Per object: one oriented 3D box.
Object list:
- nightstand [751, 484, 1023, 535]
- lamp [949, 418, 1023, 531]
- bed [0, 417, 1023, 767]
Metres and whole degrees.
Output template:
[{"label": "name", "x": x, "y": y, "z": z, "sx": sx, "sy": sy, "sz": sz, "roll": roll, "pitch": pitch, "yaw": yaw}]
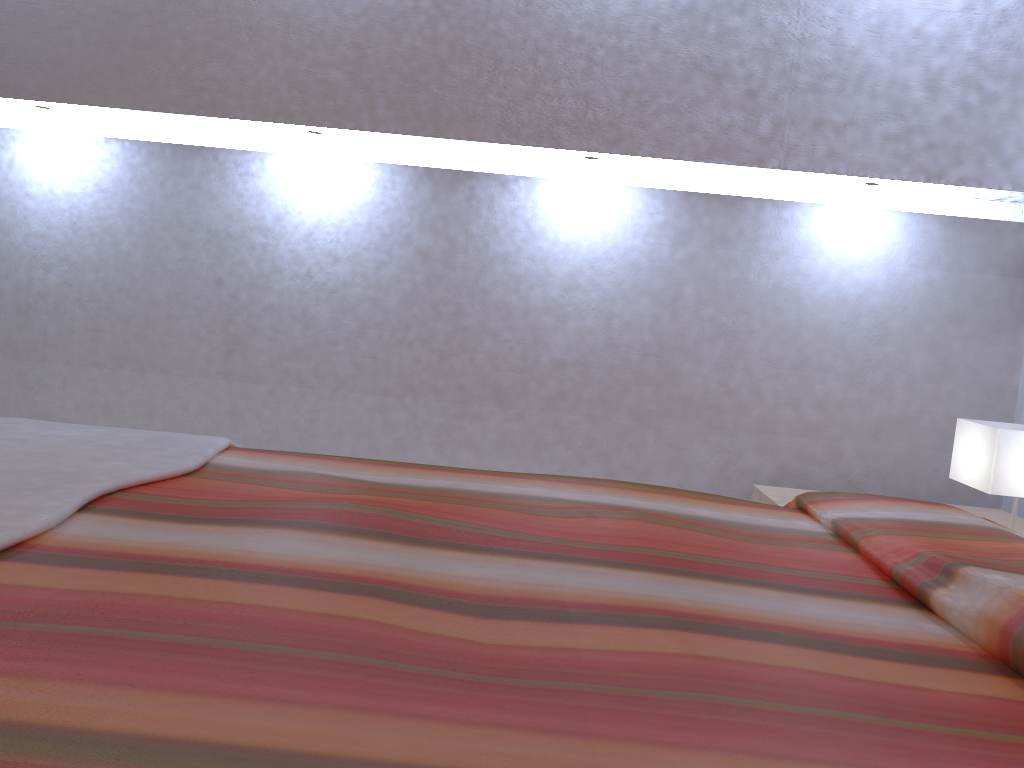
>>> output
[{"label": "nightstand", "x": 1.197, "y": 0.579, "z": 2.583, "sx": 0.847, "sy": 0.329, "sz": 0.859, "roll": 6, "pitch": 5, "yaw": 1}, {"label": "lamp", "x": 1.486, "y": 0.337, "z": 2.265, "sx": 0.684, "sy": 0.515, "sz": 0.318, "roll": 8, "pitch": 6, "yaw": 30}, {"label": "bed", "x": 0.191, "y": 0.272, "z": 1.109, "sx": 3.009, "sy": 0.994, "sz": 2.087, "roll": 6, "pitch": 5, "yaw": 1}]
